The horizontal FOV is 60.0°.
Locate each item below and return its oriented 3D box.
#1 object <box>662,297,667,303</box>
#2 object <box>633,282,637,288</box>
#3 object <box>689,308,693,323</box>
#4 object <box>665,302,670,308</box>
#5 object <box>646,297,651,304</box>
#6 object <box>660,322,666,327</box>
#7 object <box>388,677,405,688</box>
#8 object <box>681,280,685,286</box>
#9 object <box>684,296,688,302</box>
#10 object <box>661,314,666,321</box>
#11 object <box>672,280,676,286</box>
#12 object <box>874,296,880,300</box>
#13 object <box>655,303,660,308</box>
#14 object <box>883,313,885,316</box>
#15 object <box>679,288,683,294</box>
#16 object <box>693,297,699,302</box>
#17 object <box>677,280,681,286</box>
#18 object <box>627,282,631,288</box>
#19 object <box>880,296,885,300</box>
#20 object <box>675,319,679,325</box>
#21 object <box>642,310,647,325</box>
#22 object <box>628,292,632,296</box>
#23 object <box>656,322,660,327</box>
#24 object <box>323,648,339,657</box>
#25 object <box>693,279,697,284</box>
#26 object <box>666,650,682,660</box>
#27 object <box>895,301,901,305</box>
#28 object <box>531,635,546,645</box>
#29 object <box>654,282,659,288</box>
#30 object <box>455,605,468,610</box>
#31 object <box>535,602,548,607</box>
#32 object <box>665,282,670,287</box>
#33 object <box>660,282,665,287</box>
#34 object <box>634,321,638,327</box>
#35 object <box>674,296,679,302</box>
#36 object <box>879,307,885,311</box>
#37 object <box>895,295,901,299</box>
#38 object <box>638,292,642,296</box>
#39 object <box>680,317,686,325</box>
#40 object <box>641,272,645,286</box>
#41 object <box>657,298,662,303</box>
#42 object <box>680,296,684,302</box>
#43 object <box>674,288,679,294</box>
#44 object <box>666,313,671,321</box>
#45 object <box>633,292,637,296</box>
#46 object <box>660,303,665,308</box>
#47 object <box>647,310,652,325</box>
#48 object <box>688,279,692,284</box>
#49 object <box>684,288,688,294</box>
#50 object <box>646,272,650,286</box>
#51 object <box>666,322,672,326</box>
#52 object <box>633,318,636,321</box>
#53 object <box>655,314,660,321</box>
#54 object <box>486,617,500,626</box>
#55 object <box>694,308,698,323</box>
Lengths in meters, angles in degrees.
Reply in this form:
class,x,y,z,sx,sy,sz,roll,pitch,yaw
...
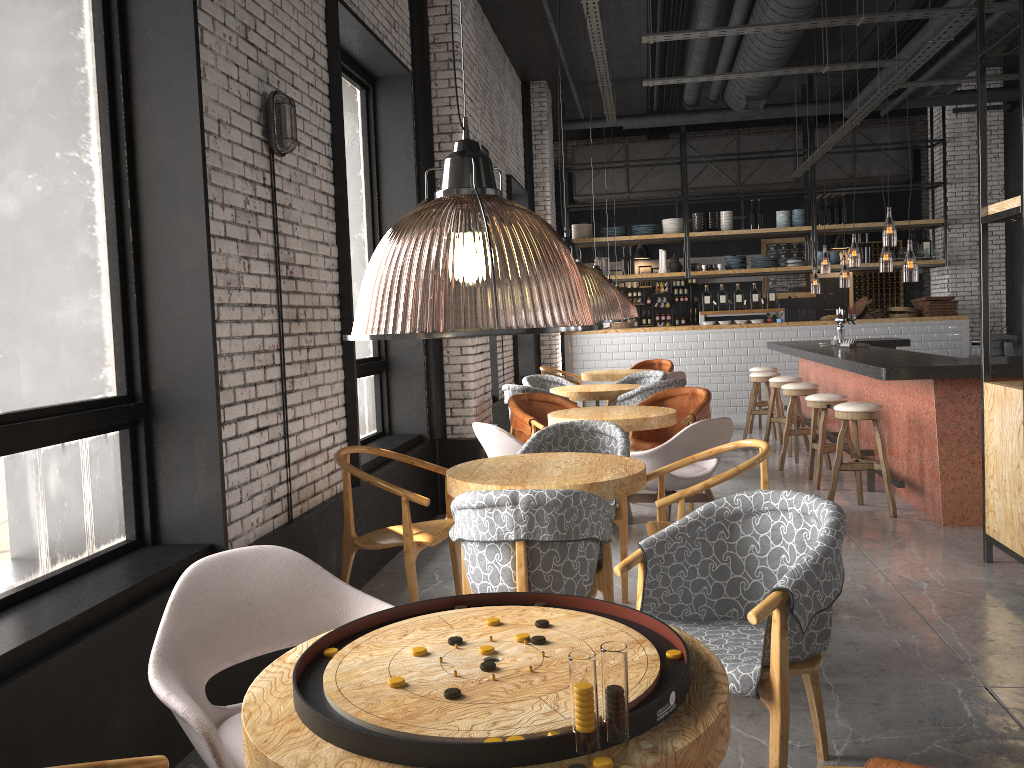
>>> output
class,x,y,z,sx,sy,sz,roll,pitch,yaw
object,2.932,-1.613,17.036,0.090,0.101,0.111,-4,4,-25
object,2.369,-1.927,17.075,0.079,0.156,0.079,-3,3,-6
object,3.428,-1.306,16.966,0.079,0.280,0.079,-1,3,27
object,2.993,-1.519,17.021,0.092,0.112,0.100,-3,3,-5
object,2.634,-1.603,17.076,0.100,0.139,0.088,-2,3,10
object,2.906,-1.136,17.053,0.092,0.108,0.105,-1,4,20
object,-0.216,0.558,1.658,0.032,0.010,0.032,-5,5,-30
object,3.270,-1.932,16.939,0.076,0.111,0.076,-2,3,4
object,3.334,-1.633,16.966,0.081,0.113,0.071,-2,3,8
object,2.908,-1.285,17.053,0.100,0.139,0.088,-2,3,10
object,3.106,-1.927,16.963,0.076,0.111,0.076,-1,3,19
object,6.725,-1.587,16.335,0.079,0.079,0.281,-2,4,9
object,2.781,-1.512,17.054,0.119,0.111,0.085,-4,4,-22
object,6.830,-1.274,16.328,0.079,0.079,0.281,-2,4,9
object,3.234,-1.774,16.952,0.076,0.111,0.076,-3,3,-16
object,3.505,-1.613,16.934,0.089,0.108,0.107,-4,4,-31
object,3.188,-1.929,16.950,0.076,0.111,0.076,-1,4,29
object,2.262,-1.924,17.092,0.079,0.156,0.079,0,4,39
object,6.821,-1.591,16.336,0.079,0.079,0.281,-2,4,9
object,3.167,-1.189,16.997,0.076,0.111,0.076,-4,4,-26
object,2.552,-1.279,17.102,0.079,0.280,0.079,-1,3,17
object,2.279,-1.731,17.099,0.071,0.083,0.071,0,4,34
object,2.812,-1.135,17.067,0.092,0.112,0.100,-3,3,-5
object,-0.379,0.563,1.857,0.032,0.010,0.032,-5,5,-30
object,3.486,-2.047,16.917,0.079,0.280,0.079,-2,3,3
object,0.323,0.540,1.769,0.032,0.010,0.032,-5,5,-30
object,7.105,-1.494,16.299,0.079,0.079,0.281,-2,4,9
object,0.055,0.533,1.846,0.032,0.010,0.032,-5,5,-30
object,2.783,-1.907,17.027,0.092,0.112,0.100,-3,3,-5
object,-0.120,0.534,2.106,0.032,0.010,0.032,-5,5,-30
object,0.069,0.527,2.102,0.032,0.010,0.032,-5,5,-30
object,2.978,-1.911,16.998,0.092,0.108,0.105,-1,4,20
object,2.888,-1.908,17.012,0.089,0.108,0.107,-4,4,-31
object,2.400,-1.166,17.116,0.076,0.111,0.076,-2,3,14
object,3.156,-1.628,16.993,0.081,0.113,0.071,-2,3,8
object,6.830,-1.381,16.346,0.079,0.079,0.281,-2,4,9
object,7.098,-1.598,16.277,0.079,0.079,0.281,-2,4,9
object,2.457,-1.736,17.072,0.071,0.083,0.071,-2,3,-1
object,3.281,-1.208,17.000,0.100,0.139,0.088,-2,3,10
object,2.519,-2.018,17.066,0.079,0.280,0.079,-2,3,12
object,2.834,-1.611,17.050,0.090,0.101,0.111,-4,4,-25
object,3.252,-1.631,16.978,0.081,0.113,0.071,-2,3,8
object,3.146,-1.771,16.965,0.076,0.111,0.076,0,4,34
object,3.010,-1.288,17.037,0.100,0.139,0.088,-2,3,10
object,2.372,-1.734,17.085,0.071,0.083,0.071,-2,3,-1
object,2.894,-1.511,17.047,0.090,0.101,0.111,-4,4,-25
object,2.646,-1.282,17.088,0.079,0.280,0.079,-4,3,-22
object,3.392,-2.044,16.932,0.079,0.280,0.079,-3,3,-17
object,3.323,-1.777,16.939,0.076,0.111,0.076,-4,4,-26
object,2.611,-2.021,17.052,0.079,0.280,0.079,-3,3,-12
object,3.012,-1.139,17.037,0.089,0.108,0.107,-4,4,-31
object,2.354,-1.276,17.119,0.076,0.111,0.076,-2,3,4
object,2.801,-1.281,17.069,0.100,0.139,0.088,-2,3,10
object,-0.043,0.528,1.971,0.032,0.010,0.032,-5,5,-30
object,3.517,-1.309,16.955,0.079,0.280,0.079,-2,3,12
